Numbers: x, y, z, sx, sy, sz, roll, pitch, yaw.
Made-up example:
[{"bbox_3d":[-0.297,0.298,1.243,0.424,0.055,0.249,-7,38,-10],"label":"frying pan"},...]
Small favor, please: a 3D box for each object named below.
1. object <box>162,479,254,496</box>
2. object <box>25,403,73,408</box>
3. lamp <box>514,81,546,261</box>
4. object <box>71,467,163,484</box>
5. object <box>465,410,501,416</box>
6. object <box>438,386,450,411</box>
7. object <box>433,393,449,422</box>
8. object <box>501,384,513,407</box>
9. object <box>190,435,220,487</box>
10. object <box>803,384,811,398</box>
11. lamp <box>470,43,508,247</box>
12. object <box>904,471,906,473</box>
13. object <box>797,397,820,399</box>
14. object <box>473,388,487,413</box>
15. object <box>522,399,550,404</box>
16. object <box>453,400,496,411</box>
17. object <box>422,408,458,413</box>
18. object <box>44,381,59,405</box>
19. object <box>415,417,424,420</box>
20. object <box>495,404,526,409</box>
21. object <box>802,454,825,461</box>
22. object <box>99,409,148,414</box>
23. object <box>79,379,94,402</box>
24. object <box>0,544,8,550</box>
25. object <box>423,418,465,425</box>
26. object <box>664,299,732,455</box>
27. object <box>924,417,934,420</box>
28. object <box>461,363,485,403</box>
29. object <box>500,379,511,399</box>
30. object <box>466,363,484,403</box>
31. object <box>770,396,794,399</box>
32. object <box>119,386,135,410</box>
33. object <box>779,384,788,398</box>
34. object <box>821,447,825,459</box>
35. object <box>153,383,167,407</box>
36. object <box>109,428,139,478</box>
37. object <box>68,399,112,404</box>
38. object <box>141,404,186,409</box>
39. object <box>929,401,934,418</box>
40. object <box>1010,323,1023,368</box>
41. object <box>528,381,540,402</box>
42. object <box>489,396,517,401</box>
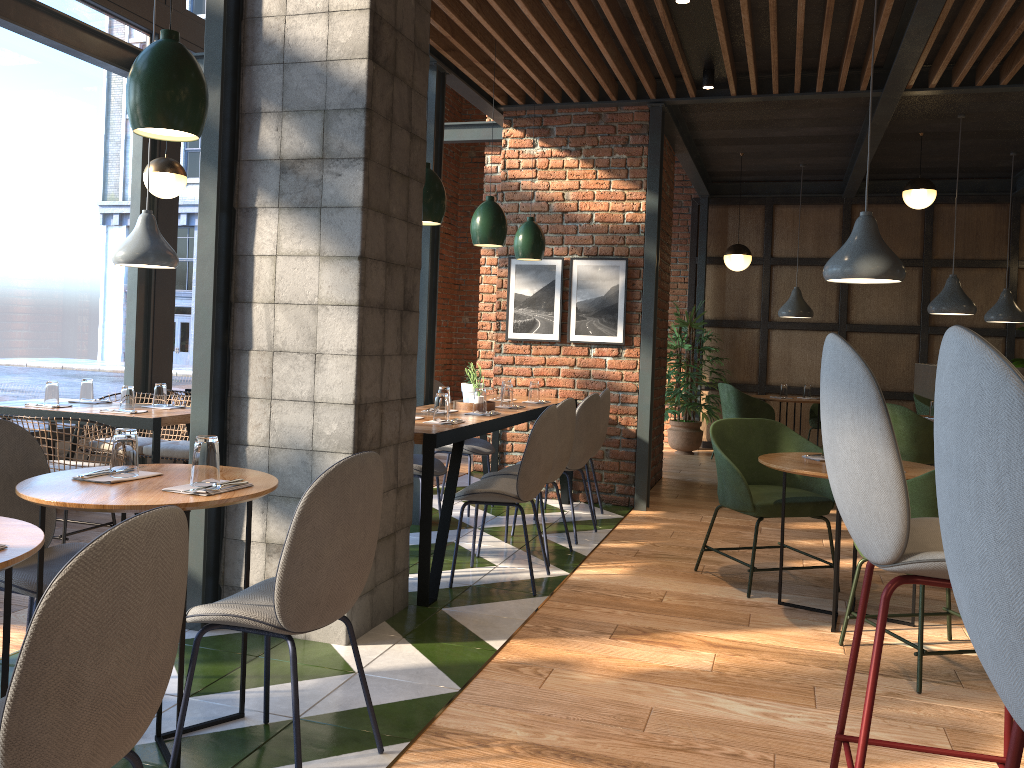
[{"bbox_3d":[-0.857,0.285,2.484,0.157,0.019,0.243,3,3,22],"label":"object"},{"bbox_3d":[-2.659,0.118,5.067,0.243,0.019,0.157,3,3,19],"label":"object"},{"bbox_3d":[0.159,-1.878,6.193,0.224,2.021,0.224,2,0,21],"label":"lamp"},{"bbox_3d":[-1.159,0.265,2.628,0.157,0.019,0.243,3,3,22],"label":"object"},{"bbox_3d":[-0.167,0.161,4.975,0.157,0.019,0.243,3,3,17],"label":"object"},{"bbox_3d":[-0.387,0.084,5.020,0.080,0.138,0.080,3,1,40],"label":"object"},{"bbox_3d":[-0.354,0.116,4.442,0.080,0.138,0.080,3,1,40],"label":"object"},{"bbox_3d":[-0.029,0.070,5.550,0.080,0.138,0.080,2,1,-10],"label":"object"},{"bbox_3d":[-0.868,0.217,2.512,0.080,0.138,0.080,2,1,-15],"label":"object"},{"bbox_3d":[3.059,0.076,9.188,0.080,0.138,0.080,2,1,-4],"label":"object"},{"bbox_3d":[-0.103,-1.843,5.341,0.224,2.021,0.224,2,0,21],"label":"lamp"},{"bbox_3d":[1.572,0.367,3.861,0.242,0.019,0.158,1,3,-14],"label":"object"},{"bbox_3d":[3.085,0.143,9.175,0.157,0.019,0.243,1,3,-17],"label":"object"},{"bbox_3d":[-0.180,0.093,5.001,0.080,0.138,0.080,2,1,-20],"label":"object"},{"bbox_3d":[0.166,0.117,6.042,0.157,0.019,0.243,3,3,17],"label":"object"},{"bbox_3d":[-0.225,0.128,5.299,0.251,0.046,0.254,2,3,-9],"label":"object"},{"bbox_3d":[-0.405,0.148,5.047,0.157,0.019,0.243,3,3,17],"label":"object"},{"bbox_3d":[-2.642,0.052,5.087,0.080,0.138,0.080,2,1,-8],"label":"object"},{"bbox_3d":[-0.551,0.169,4.540,0.157,0.019,0.243,3,3,17],"label":"object"},{"bbox_3d":[-0.015,0.138,5.523,0.157,0.019,0.243,3,3,17],"label":"object"},{"bbox_3d":[1.511,0.347,4.190,0.242,0.019,0.158,1,3,-14],"label":"object"},{"bbox_3d":[-2.162,0.146,4.912,0.243,0.019,0.157,3,3,16],"label":"object"},{"bbox_3d":[-2.590,0.037,5.396,0.080,0.138,0.080,3,1,20],"label":"object"},{"bbox_3d":[-1.103,0.318,1.674,0.157,0.019,0.243,3,3,14],"label":"object"},{"bbox_3d":[-0.340,0.184,4.416,0.157,0.019,0.243,3,3,17],"label":"object"},{"bbox_3d":[1.927,-0.097,9.738,0.978,1.722,0.914,2,1,-18],"label":"object"},{"bbox_3d":[3.301,0.268,6.986,0.157,0.019,0.243,1,3,-18],"label":"object"},{"bbox_3d":[-0.235,0.008,5.350,0.146,0.276,0.146,2,1,-2],"label":"object"},{"bbox_3d":[-0.039,0.038,6.130,0.080,0.138,0.080,3,1,39],"label":"object"},{"bbox_3d":[-0.206,0.013,5.227,0.115,0.282,0.128,2,1,13],"label":"object"},{"bbox_3d":[2.760,0.135,9.094,0.157,0.019,0.243,1,3,-17],"label":"object"},{"bbox_3d":[-2.141,0.080,4.931,0.080,0.138,0.080,3,1,19],"label":"object"},{"bbox_3d":[2.788,0.070,9.089,0.080,0.138,0.080,2,1,-4],"label":"object"},{"bbox_3d":[1.499,0.282,4.162,0.080,0.138,0.080,2,1,-1],"label":"object"},{"bbox_3d":[-2.080,0.066,5.238,0.080,0.138,0.080,2,1,-8],"label":"object"},{"bbox_3d":[-1.139,0.201,2.608,0.080,0.138,0.080,2,1,-5],"label":"object"},{"bbox_3d":[-2.566,0.104,5.413,0.243,0.019,0.157,3,3,17],"label":"object"},{"bbox_3d":[-2.055,0.132,5.254,0.243,0.019,0.157,3,3,19],"label":"object"},{"bbox_3d":[3.330,0.203,6.982,0.080,0.138,0.080,2,1,-35],"label":"object"},{"bbox_3d":[5.231,0.049,8.748,1.058,1.794,0.721,3,1,27],"label":"object"},{"bbox_3d":[0.152,0.049,6.069,0.080,0.138,0.080,2,1,-10],"label":"object"},{"bbox_3d":[-0.059,0.102,6.157,0.157,0.019,0.243,3,3,16],"label":"object"}]
